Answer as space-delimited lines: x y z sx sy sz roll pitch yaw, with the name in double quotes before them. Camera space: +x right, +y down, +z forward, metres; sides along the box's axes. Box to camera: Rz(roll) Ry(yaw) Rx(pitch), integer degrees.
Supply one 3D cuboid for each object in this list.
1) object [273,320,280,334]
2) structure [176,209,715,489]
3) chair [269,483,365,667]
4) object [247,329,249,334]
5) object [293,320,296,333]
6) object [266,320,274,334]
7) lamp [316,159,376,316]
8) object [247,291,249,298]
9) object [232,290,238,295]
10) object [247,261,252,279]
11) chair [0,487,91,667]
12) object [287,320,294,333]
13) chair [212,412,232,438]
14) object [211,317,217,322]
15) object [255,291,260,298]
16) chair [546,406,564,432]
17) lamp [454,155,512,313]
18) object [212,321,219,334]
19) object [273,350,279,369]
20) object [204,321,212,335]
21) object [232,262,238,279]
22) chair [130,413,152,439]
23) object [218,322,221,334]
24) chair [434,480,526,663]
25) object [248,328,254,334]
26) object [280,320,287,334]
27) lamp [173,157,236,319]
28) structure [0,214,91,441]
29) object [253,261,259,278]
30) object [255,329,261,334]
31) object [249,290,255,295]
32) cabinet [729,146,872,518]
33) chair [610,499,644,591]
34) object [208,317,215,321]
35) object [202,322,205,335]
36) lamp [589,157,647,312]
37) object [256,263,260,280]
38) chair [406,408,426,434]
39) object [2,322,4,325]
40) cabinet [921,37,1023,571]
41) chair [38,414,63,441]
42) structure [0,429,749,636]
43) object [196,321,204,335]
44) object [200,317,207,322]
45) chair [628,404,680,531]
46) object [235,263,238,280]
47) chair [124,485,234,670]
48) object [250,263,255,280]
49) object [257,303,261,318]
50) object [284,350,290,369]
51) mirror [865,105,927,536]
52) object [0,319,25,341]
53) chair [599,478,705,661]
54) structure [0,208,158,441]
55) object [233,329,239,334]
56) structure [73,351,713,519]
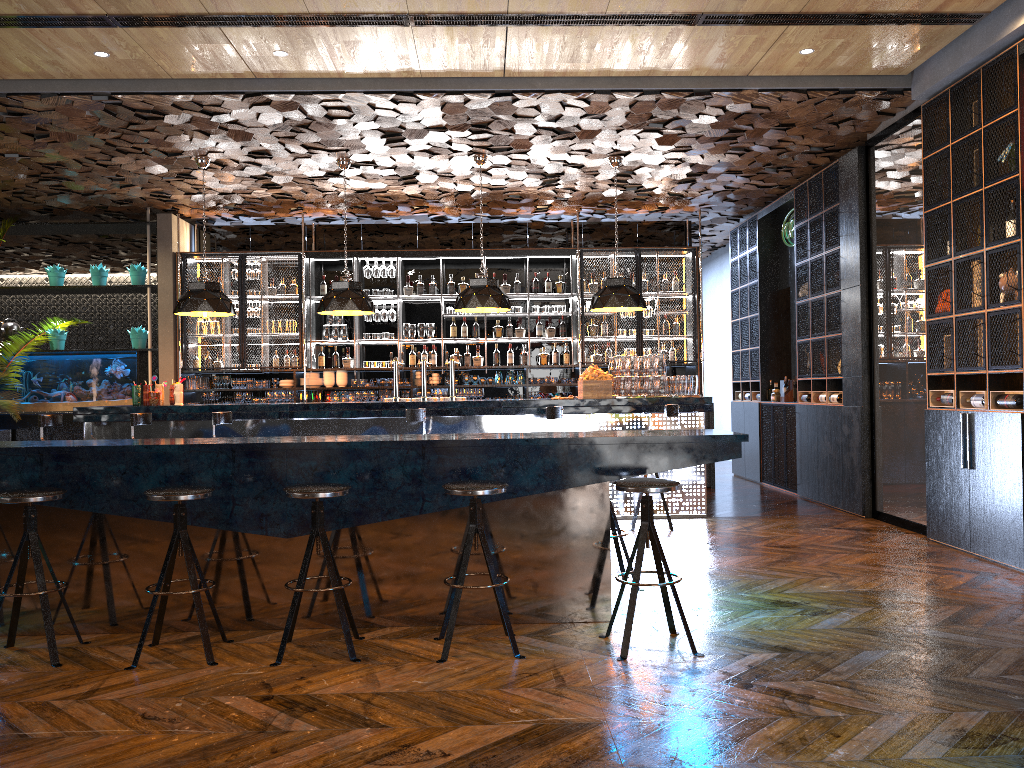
"object" -3.087 -0.738 11.615 0.092 0.182 0.092 -1 0 -7
"structure" -0.897 -0.421 11.448 6.750 3.553 1.143 -1 0 -2
"chair" -0.943 0.895 4.320 0.419 0.813 0.419 -1 0 -7
"object" -3.440 -0.681 11.620 0.077 0.080 0.077 -1 -1 -37
"object" -2.871 -0.742 11.618 0.092 0.182 0.092 -1 0 -7
"object" -3.140 -0.738 11.513 0.092 0.182 0.092 -1 0 -7
"lamp" -1.708 -1.506 9.083 0.582 1.564 0.607 -1 0 -2
"object" -3.457 -1.178 11.647 0.077 0.080 0.077 -1 -1 -36
"object" -3.603 -1.176 11.556 0.077 0.080 0.077 -1 0 -11
"object" -3.406 -1.476 11.485 0.081 0.213 0.081 -1 0 4
"chair" -2.341 0.917 4.316 0.419 0.813 0.419 -1 0 -7
"object" -2.878 -0.742 11.524 0.092 0.182 0.092 -1 0 -7
"chair" -2.362 0.796 7.691 0.476 1.108 0.419 -1 0 -2
"object" -3.917 -0.907 11.623 0.092 0.182 0.092 -1 0 -7
"object" -3.349 -1.179 11.660 0.077 0.080 0.077 -1 -1 34
"chair" 0.240 0.756 7.922 0.476 1.108 0.419 -1 0 13
"lamp" -0.310 -1.528 9.009 0.582 1.564 0.607 -1 0 -2
"object" -3.855 -0.726 11.527 0.092 0.182 0.092 -1 0 -7
"object" -3.079 -0.313 11.571 0.075 0.261 0.075 -1 -1 -43
"object" -3.955 -0.725 11.534 0.092 0.182 0.092 -1 0 -7
"object" -3.588 -1.474 11.479 0.081 0.213 0.081 -1 0 4
"chair" -3.110 0.808 7.787 0.476 1.108 0.419 -1 0 -2
"object" -3.869 -0.725 11.623 0.092 0.182 0.092 -1 0 -7
"chair" -0.173 0.883 4.332 0.419 0.813 0.419 -1 0 -7
"object" -3.372 -0.684 11.471 0.077 0.080 0.077 -1 0 -6
"object" -2.974 -0.741 11.542 0.092 0.182 0.092 -1 0 -7
"lamp" -3.096 -1.459 8.914 0.582 1.606 0.607 -1 0 -2
"structure" -6.657 -0.344 10.237 1.873 3.561 4.073 -1 0 0
"object" -3.315 -1.478 11.488 0.081 0.213 0.081 -1 0 4
"object" -3.336 -0.683 11.630 0.077 0.080 0.077 -1 0 -6
"object" -3.370 -1.180 11.499 0.077 0.080 0.077 -1 -1 34
"cabinet" 3.495 -0.479 10.574 0.691 3.514 4.416 -1 0 -2
"chair" 0.588 0.881 5.699 0.419 0.813 0.419 -1 0 -7
"object" -3.910 -0.908 11.544 0.092 0.182 0.092 -1 0 -7
"object" -4.072 -0.722 11.632 0.092 0.182 0.092 -1 0 -7
"lamp" 1.081 -1.549 9.172 0.582 1.564 0.607 -1 0 -2
"object" -3.320 -1.477 11.632 0.081 0.213 0.081 -1 0 4
"chair" -0.975 0.775 7.835 0.476 1.108 0.419 -1 0 13
"object" -6.827 -0.610 11.533 0.378 0.398 0.232 -1 0 28
"cabinet" 3.668 -0.524 4.960 0.691 3.514 4.416 -1 0 -2
"chair" -3.932 0.822 7.827 0.476 1.108 0.419 -1 0 -2
"structure" -1.202 0.810 5.009 4.941 0.998 0.673 -1 0 -2
"object" -4.059 -0.723 11.531 0.092 0.182 0.092 -1 0 -7
"object" -4.012 -0.906 11.533 0.092 0.182 0.092 -1 0 -7
"chair" 1.286 0.741 8.020 0.476 1.108 0.419 -1 0 8
"object" -3.593 -1.472 11.623 0.081 0.213 0.081 -1 0 4
"chair" -1.606 0.906 4.301 0.419 0.813 0.419 -1 0 -7
"object" -3.410 -1.475 11.629 0.081 0.213 0.081 -1 0 4
"object" -3.312 -0.976 11.628 0.081 0.213 0.081 -1 0 4
"object" -2.942 -0.316 11.597 0.075 0.260 0.075 -1 -1 -43
"mirror" 3.391 -0.516 7.760 0.026 3.551 1.194 -1 0 -2
"object" -6.470 -0.695 11.453 0.278 0.292 0.290 -1 -1 35
"chair" 0.664 0.870 4.325 0.419 0.813 0.419 -1 0 -7
"structure" -6.601 -0.420 11.453 4.269 3.734 0.705 -1 0 -2
"object" -3.600 -0.679 11.556 0.077 0.080 0.077 -1 0 10
"structure" -1.104 0.496 8.956 6.009 1.685 1.214 -1 0 -2
